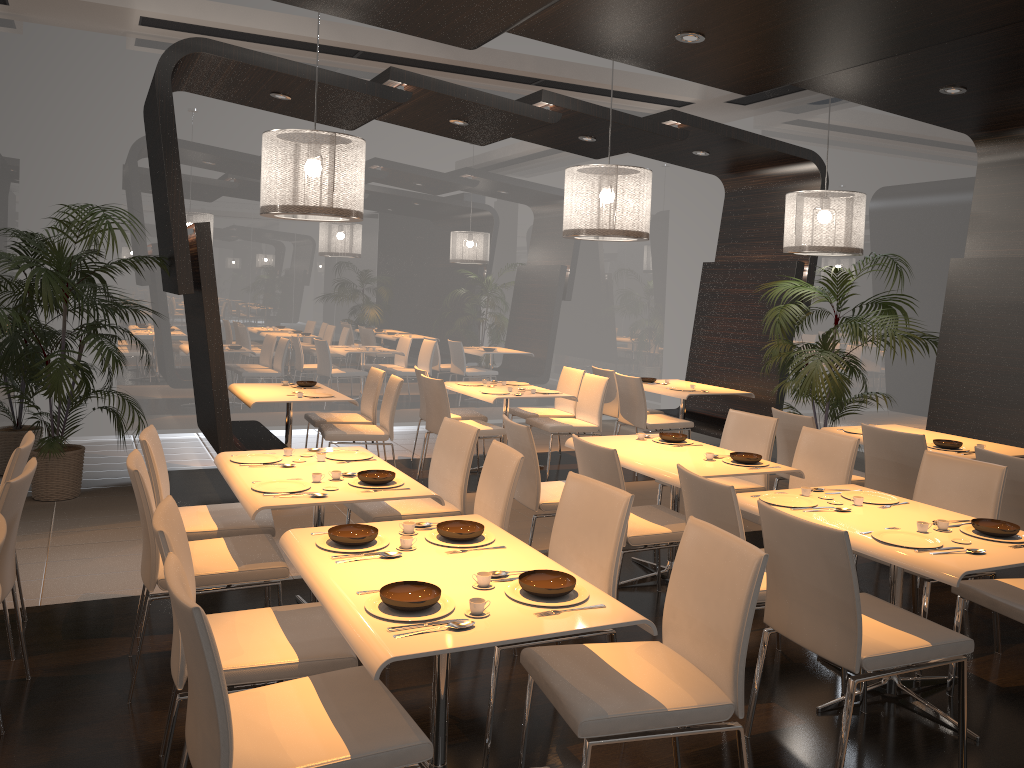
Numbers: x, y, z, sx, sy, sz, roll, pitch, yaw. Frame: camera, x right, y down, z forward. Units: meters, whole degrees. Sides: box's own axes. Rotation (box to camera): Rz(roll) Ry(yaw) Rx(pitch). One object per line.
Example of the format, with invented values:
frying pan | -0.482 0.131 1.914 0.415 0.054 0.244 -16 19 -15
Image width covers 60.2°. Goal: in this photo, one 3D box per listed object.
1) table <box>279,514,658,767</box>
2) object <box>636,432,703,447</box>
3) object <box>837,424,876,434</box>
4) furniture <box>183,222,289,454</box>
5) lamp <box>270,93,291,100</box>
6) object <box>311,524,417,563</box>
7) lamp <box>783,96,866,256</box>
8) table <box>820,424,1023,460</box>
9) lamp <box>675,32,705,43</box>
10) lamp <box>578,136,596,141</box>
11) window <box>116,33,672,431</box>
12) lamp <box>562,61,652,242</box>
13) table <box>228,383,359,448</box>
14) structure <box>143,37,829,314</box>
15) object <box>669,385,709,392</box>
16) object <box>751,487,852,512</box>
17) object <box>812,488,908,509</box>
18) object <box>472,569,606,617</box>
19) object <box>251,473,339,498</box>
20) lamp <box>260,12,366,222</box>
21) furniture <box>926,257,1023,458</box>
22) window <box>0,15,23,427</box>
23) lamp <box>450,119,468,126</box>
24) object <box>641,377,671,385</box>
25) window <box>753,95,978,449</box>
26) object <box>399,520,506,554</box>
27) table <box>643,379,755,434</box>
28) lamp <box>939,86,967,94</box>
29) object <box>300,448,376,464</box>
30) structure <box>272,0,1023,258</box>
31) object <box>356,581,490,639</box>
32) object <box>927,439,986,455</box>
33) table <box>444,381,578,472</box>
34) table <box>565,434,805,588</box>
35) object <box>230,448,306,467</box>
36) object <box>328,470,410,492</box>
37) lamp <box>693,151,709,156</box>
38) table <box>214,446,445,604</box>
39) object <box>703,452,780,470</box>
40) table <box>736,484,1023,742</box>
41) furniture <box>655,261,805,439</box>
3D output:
table | -0.220 0.932 2.749 0.800 0.724 1.153 0 5 -26
object | 0.924 0.322 5.291 0.303 0.044 0.366 -1 7 -27
object | 2.434 0.314 5.965 0.335 0.038 0.378 -1 7 -32
furniture | -2.127 -0.344 6.757 0.756 1.671 1.408 1 4 -26
lamp | -1.790 -2.240 6.840 0.160 0.054 0.161 0 6 -20
object | -0.494 0.515 2.949 0.303 0.044 0.366 -1 7 -27
lamp | 2.608 -2.034 7.290 0.627 1.926 0.628 3 2 6
table | 2.717 0.724 5.797 0.800 0.724 1.153 0 5 -26
lamp | 0.982 -1.922 4.869 0.161 0.050 0.162 0 6 -20
lamp | 0.684 -2.241 8.026 0.161 0.055 0.162 -1 7 -31
window | -0.872 -1.496 9.830 6.576 3.970 0.070 0 2 -26
lamp | 0.717 -2.013 6.384 0.627 1.926 0.628 2 2 2
table | -1.769 0.419 6.996 0.800 0.724 1.153 0 5 -26
structure | 0.009 -1.563 7.725 5.931 1.723 1.408 0 4 -26
object | 1.657 0.040 8.250 0.335 0.038 0.378 -1 7 -32
object | 1.260 0.496 3.809 0.335 0.038 0.378 -1 7 -32
object | 1.534 0.491 3.960 0.335 0.038 0.378 -2 7 -36
object | 0.062 0.579 2.552 0.303 0.044 0.366 -1 7 -27
object | -0.905 0.422 3.697 0.335 0.038 0.378 -1 7 -32
lamp | -1.203 -1.992 5.464 0.627 1.926 0.628 2 2 2
furniture | 3.721 0.030 5.416 0.756 1.669 2.915 1 5 -26
window | -7.363 -1.423 6.719 6.576 3.970 0.070 0 2 -26
lamp | -0.448 -2.228 7.484 0.161 0.055 0.162 -1 7 -31
object | 1.396 -0.033 8.810 0.303 0.044 0.366 -1 7 -27
window | 4.266 -1.097 8.003 0.070 3.966 6.613 2 5 -26
object | -0.217 0.512 3.075 0.303 0.044 0.366 -1 7 -27
table | 1.657 0.383 8.617 0.800 0.724 1.153 0 5 -26
lamp | 2.885 -1.935 5.781 0.161 0.050 0.162 0 6 -20
object | -0.883 0.344 4.445 0.335 0.038 0.378 -2 7 -36
structure | -0.469 -1.123 3.353 10.657 1.732 2.915 -1 6 -26
object | -0.237 0.585 2.385 0.303 0.044 0.366 -1 7 -27
object | 2.722 0.378 5.436 0.303 0.044 0.366 -1 7 -27
table | -0.060 0.401 7.802 0.800 0.724 1.153 0 5 -26
table | 1.022 0.742 5.001 1.052 0.723 1.153 0 5 -26
object | -1.170 0.353 4.250 0.335 0.038 0.378 -1 7 -32
object | -0.631 0.411 3.876 0.303 0.044 0.366 -1 7 -27
lamp | 1.834 -2.254 8.577 0.161 0.055 0.162 -1 7 -31
table | -0.896 0.763 4.078 0.800 0.724 1.153 0 5 -26
object | 1.203 0.396 4.706 0.303 0.044 0.366 -1 7 -27
table | 1.560 0.912 3.601 0.800 0.724 1.153 0 5 -26
furniture | 2.068 -0.391 8.768 0.756 1.671 1.408 1 4 -26
